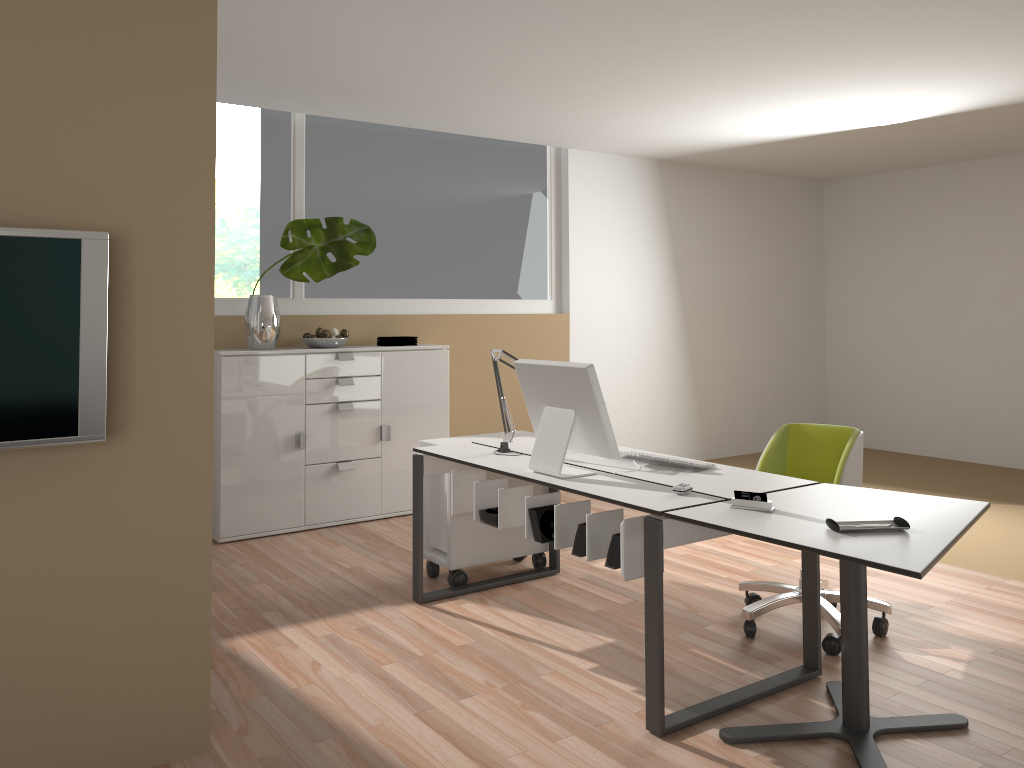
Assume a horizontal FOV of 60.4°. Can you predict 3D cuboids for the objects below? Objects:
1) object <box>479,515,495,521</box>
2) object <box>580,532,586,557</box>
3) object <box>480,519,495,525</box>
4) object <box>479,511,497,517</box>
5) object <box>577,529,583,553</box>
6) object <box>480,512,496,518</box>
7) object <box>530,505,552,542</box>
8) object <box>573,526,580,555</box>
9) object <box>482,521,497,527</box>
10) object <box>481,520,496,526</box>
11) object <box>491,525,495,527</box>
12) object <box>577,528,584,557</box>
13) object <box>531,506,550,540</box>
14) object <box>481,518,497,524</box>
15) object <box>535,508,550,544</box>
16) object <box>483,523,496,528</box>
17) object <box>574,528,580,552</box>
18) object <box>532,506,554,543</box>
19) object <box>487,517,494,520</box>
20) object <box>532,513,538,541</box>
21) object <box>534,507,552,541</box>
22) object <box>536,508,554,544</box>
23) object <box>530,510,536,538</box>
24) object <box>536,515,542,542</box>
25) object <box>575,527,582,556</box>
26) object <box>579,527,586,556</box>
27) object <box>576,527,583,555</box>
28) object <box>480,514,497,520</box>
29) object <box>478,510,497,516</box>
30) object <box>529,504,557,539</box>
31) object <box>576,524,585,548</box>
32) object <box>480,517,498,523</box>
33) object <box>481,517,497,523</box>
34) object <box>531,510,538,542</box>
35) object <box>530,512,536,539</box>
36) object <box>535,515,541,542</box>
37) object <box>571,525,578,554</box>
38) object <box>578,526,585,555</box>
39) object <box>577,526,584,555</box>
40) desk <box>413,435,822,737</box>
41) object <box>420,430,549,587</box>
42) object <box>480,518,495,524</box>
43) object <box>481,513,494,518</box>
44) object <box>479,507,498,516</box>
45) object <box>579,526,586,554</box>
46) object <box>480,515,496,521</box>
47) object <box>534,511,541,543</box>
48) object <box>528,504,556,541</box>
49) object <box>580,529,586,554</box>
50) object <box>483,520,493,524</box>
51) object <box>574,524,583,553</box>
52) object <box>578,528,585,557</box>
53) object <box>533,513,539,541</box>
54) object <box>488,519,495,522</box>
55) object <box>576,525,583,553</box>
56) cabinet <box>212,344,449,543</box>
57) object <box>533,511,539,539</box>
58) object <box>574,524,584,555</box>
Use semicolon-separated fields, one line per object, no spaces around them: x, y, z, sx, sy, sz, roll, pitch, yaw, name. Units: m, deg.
-0.044;0.535;3.567;0.133;0.002;0.119;-3;6;-35;object
0.300;0.542;3.074;0.133;0.114;0.040;-1;-1;-35;object
-0.041;0.550;3.563;0.133;0.002;0.119;-3;6;-35;object
-0.047;0.519;3.572;0.133;0.002;0.119;-3;6;-35;object
0.290;0.541;3.090;0.133;0.114;0.040;-1;-1;-35;object
-0.047;0.521;3.572;0.133;0.002;0.119;-3;6;-35;object
0.130;0.523;3.318;0.133;0.114;0.039;-1;-1;-35;object
0.279;0.540;3.105;0.133;0.114;0.040;-1;-1;-35;object
-0.040;0.555;3.561;0.133;0.002;0.119;-3;6;-35;object
-0.041;0.553;3.562;0.133;0.002;0.119;-3;6;-35;object
-0.039;0.559;3.560;0.133;0.002;0.119;-3;6;-35;object
0.292;0.541;3.086;0.133;0.114;0.040;-1;-1;-35;object
0.136;0.524;3.311;0.133;0.114;0.039;-1;-1;-35;object
-0.042;0.544;3.565;0.133;0.002;0.119;-3;6;-35;object
0.151;0.525;3.288;0.133;0.114;0.039;-1;-1;-35;object
-0.039;0.562;3.559;0.133;0.002;0.119;-3;6;-35;object
0.281;0.540;3.103;0.133;0.114;0.040;-1;-1;-35;object
0.141;0.524;3.303;0.133;0.114;0.039;-1;-1;-35;object
-0.045;0.532;3.568;0.133;0.002;0.119;-3;6;-35;object
0.139;0.524;3.305;0.133;0.114;0.040;-1;-1;-35;object
0.146;0.525;3.296;0.133;0.114;0.039;-1;-1;-35;object
0.154;0.526;3.285;0.133;0.114;0.039;-1;-1;-35;object
0.134;0.524;3.313;0.133;0.114;0.040;-1;-1;-35;object
0.154;0.526;3.285;0.133;0.114;0.040;-1;-1;-35;object
0.286;0.541;3.095;0.133;0.114;0.040;-1;-1;-35;object
0.298;0.542;3.078;0.133;0.114;0.040;-1;-1;-35;object
0.289;0.541;3.091;0.133;0.114;0.040;-1;-1;-35;object
-0.045;0.530;3.569;0.133;0.002;0.119;-3;6;-35;object
-0.048;0.515;3.574;0.133;0.002;0.119;-3;6;-35;object
0.129;0.523;3.321;0.133;0.114;0.040;-1;-1;-35;object
0.284;0.540;3.097;0.133;0.114;0.039;-1;-1;-35;object
-0.043;0.541;3.565;0.133;0.002;0.119;-3;6;-35;object
-0.043;0.541;3.565;0.133;0.002;0.119;-3;6;-35;object
0.138;0.524;3.307;0.133;0.114;0.040;-1;-1;-35;object
0.133;0.523;3.315;0.133;0.114;0.040;-1;-1;-35;object
0.150;0.525;3.290;0.133;0.114;0.040;-1;-1;-35;object
0.273;0.539;3.114;0.133;0.114;0.040;-1;-1;-35;object
0.294;0.541;3.084;0.133;0.114;0.040;-1;-1;-35;object
0.291;0.541;3.088;0.133;0.114;0.040;-1;-1;-35;object
0.329;0.670;3.602;0.805;0.688;1.602;-1;4;-35;desk
-0.119;0.615;4.448;0.622;0.678;0.308;-1;-1;-35;object
-0.042;0.546;3.564;0.133;0.002;0.119;-3;6;-35;object
-0.046;0.523;3.571;0.133;0.002;0.119;-3;6;-35;object
-0.048;0.515;3.574;0.133;0.002;0.119;-3;6;-35;object
0.296;0.542;3.080;0.133;0.114;0.040;-1;-1;-35;object
-0.045;0.532;3.568;0.133;0.002;0.119;-3;6;-35;object
0.149;0.525;3.292;0.133;0.114;0.040;-1;-1;-35;object
0.127;0.523;3.322;0.133;0.114;0.040;-1;-1;-35;object
0.299;0.542;3.076;0.133;0.114;0.040;-1;-1;-35;object
-0.041;0.550;3.562;0.133;0.002;0.119;-3;6;-35;object
0.282;0.540;3.101;0.133;0.114;0.039;-1;-1;-35;object
0.295;0.542;3.082;0.133;0.114;0.040;-1;-1;-35;object
0.143;0.525;3.300;0.133;0.114;0.040;-1;-1;-35;object
-0.043;0.539;3.566;0.133;0.002;0.119;-3;6;-35;object
0.287;0.541;3.093;0.133;0.114;0.040;-1;-1;-35;object
-1.139;0.312;5.598;1.524;1.088;0.415;-2;0;-35;cabinet
0.145;0.525;3.298;0.133;0.114;0.040;-1;-1;-35;object
0.283;0.540;3.099;0.133;0.114;0.039;-1;-1;-35;object
